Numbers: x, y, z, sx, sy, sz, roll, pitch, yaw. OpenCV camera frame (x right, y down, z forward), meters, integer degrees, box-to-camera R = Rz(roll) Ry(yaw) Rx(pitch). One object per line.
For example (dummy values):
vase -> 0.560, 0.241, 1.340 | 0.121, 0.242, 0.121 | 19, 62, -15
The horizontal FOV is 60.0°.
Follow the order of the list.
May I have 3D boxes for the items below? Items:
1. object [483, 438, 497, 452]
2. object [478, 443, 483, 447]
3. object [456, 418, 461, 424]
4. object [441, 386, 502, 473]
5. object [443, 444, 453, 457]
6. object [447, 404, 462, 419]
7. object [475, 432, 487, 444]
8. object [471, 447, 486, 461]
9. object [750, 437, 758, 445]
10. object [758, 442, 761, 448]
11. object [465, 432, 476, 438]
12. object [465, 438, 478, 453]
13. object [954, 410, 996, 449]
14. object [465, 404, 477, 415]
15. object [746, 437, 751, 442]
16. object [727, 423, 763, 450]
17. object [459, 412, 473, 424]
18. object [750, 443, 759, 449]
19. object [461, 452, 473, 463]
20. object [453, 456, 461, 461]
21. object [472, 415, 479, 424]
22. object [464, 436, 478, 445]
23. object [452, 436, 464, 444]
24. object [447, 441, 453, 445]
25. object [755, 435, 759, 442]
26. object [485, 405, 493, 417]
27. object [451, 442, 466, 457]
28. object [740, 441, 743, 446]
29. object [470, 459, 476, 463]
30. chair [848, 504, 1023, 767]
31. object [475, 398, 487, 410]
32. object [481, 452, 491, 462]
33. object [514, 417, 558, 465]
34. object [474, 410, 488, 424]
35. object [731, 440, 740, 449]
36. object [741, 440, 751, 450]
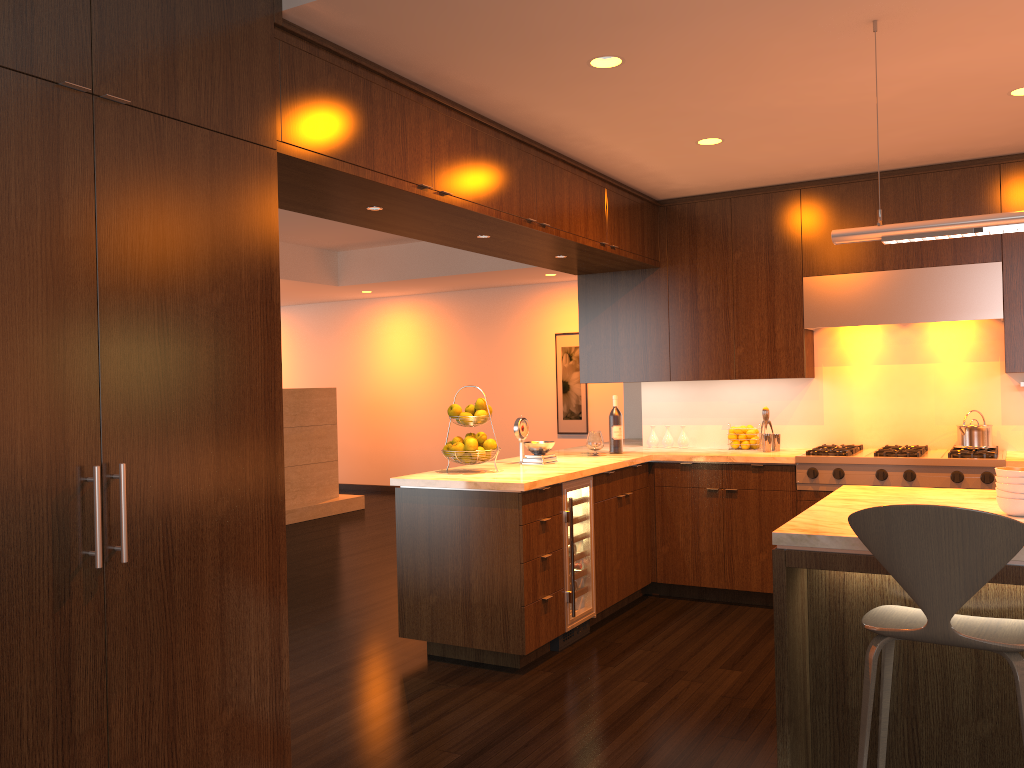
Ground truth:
object -> -0.115, 0.324, 4.672 | 0.078, 0.074, 0.077 | -2, 0, 45
object -> -0.167, 0.321, 4.762 | 0.070, 0.072, 0.071 | -1, 0, -7
object -> -0.268, 0.183, 4.768 | 0.070, 0.068, 0.062 | -1, 0, -11
object -> -0.220, 0.239, 4.738 | 0.324, 0.461, 0.324 | -1, 0, -11
object -> -0.332, 0.352, 4.704 | 0.068, 0.069, 0.065 | -1, 0, 6
object -> -0.304, 0.146, 4.722 | 0.077, 0.079, 0.075 | -1, 0, 39
object -> -0.163, 0.284, 4.684 | 0.062, 0.063, 0.060 | -1, 0, 37
object -> -0.176, 0.366, 4.648 | 0.078, 0.076, 0.078 | -1, 0, 17
object -> 1.565, 0.370, 5.738 | 0.052, 0.054, 0.061 | -1, 0, 40
object -> 1.621, 0.397, 5.853 | 0.053, 0.052, 0.062 | -1, 0, 12
object -> -0.219, 0.287, 4.740 | 0.063, 0.059, 0.061 | -1, 0, -27
object -> -0.210, 0.319, 4.606 | 0.068, 0.077, 0.079 | -1, 0, 5
object -> 2.689, 0.259, 5.157 | 0.221, 0.218, 0.221 | -1, 0, 14
object -> -0.222, 0.140, 4.751 | 0.061, 0.063, 0.062 | -1, 0, -36
object -> 1.563, 0.360, 5.808 | 0.051, 0.053, 0.062 | -1, 0, -19
object -> 1.530, 0.342, 5.827 | 0.207, 0.175, 0.189 | -1, 0, 27
object -> -0.244, 0.184, 4.700 | 0.078, 0.072, 0.077 | -1, 0, -4
object -> 1.578, 0.398, 5.777 | 0.051, 0.053, 0.063 | -1, 0, -20
object -> -0.239, 0.384, 4.682 | 0.063, 0.069, 0.070 | -1, 0, -8
object -> -0.284, 0.390, 4.728 | 0.056, 0.053, 0.057 | -1, 0, -10
object -> -0.195, 0.181, 4.782 | 0.071, 0.072, 0.071 | -1, 0, -29
object -> -0.217, 0.310, 4.675 | 0.077, 0.075, 0.077 | -1, 0, 3
object -> -0.285, 0.313, 4.707 | 0.067, 0.071, 0.069 | -1, 0, -25
object -> -0.327, 0.337, 4.817 | 0.057, 0.058, 0.054 | -1, 0, -40
object -> 1.593, 0.362, 5.802 | 0.051, 0.055, 0.061 | -1, 0, 42
object -> -0.140, 0.144, 4.772 | 0.071, 0.074, 0.070 | -1, 0, -39
object -> -0.282, 0.342, 4.639 | 0.077, 0.077, 0.077 | -1, 0, 41
object -> 1.519, 0.393, 5.815 | 0.057, 0.060, 0.052 | -1, 0, -22
object -> -0.215, 0.395, 4.748 | 0.062, 0.062, 0.062 | -1, 0, -16
chair -> 1.195, 0.821, 2.414 | 0.520, 1.047, 0.506 | -1, 0, 34
object -> -0.166, 0.110, 4.727 | 0.068, 0.072, 0.071 | -1, 0, -14
object -> -0.148, 0.377, 4.724 | 0.078, 0.075, 0.078 | -1, 0, 8
object -> 0.142, 0.328, 5.168 | 0.231, 0.266, 0.191 | -1, 0, 32
object -> -0.164, 0.173, 4.711 | 0.078, 0.077, 0.077 | -1, 0, -44
object -> 1.462, 0.394, 5.789 | 0.060, 0.057, 0.052 | -1, 0, -26
object -> 1.520, 0.398, 5.772 | 0.064, 0.063, 0.074 | -1, 0, -7
